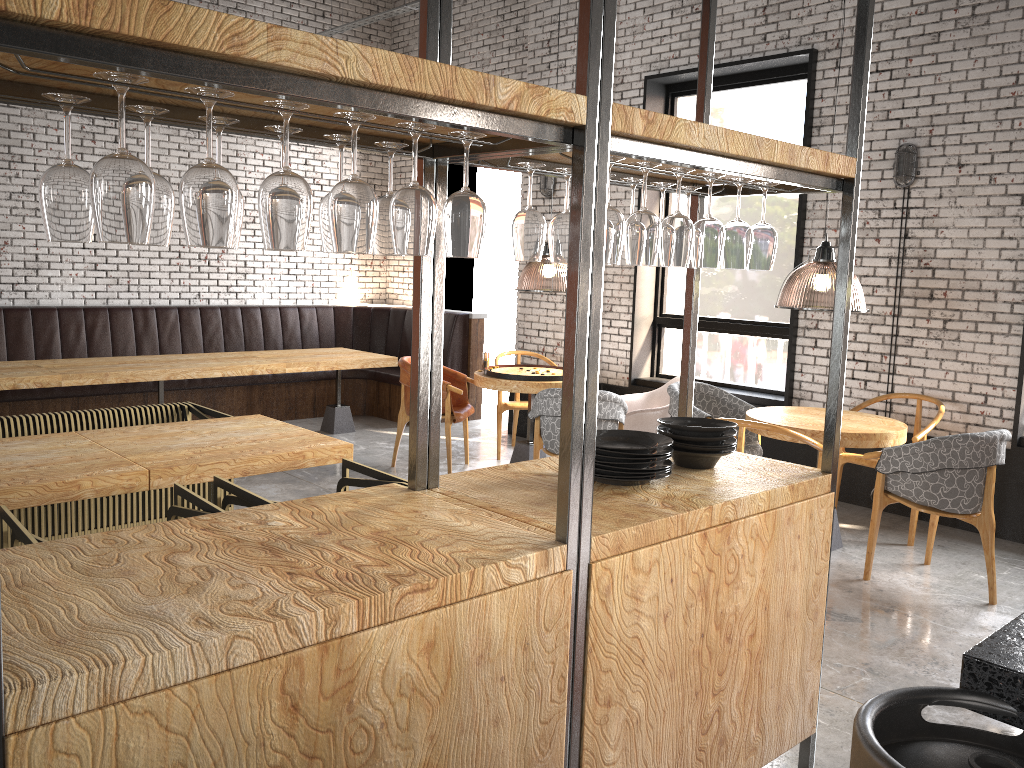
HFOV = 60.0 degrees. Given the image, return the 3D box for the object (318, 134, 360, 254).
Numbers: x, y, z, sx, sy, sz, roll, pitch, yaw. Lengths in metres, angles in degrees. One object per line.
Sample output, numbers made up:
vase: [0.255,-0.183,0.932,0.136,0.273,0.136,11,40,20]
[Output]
object: [-0.398,-0.437,2.059,0.101,0.267,0.101,-2,8,-29]

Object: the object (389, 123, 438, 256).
object: [-0.204,-0.402,1.851,0.101,0.267,0.101,-2,8,-29]

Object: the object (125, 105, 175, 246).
object: [-0.723,-0.409,1.761,0.101,0.267,0.101,-2,8,-29]

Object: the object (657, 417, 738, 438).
object: [0.599,0.155,2.882,0.257,0.076,0.257,1,8,-5]

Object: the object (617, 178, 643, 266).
object: [0.373,-0.504,2.766,0.101,0.267,0.101,3,7,11]

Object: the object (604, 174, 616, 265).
object: [0.264,-0.494,2.666,0.101,0.267,0.101,3,7,11]

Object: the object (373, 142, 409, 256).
object: [-0.296,-0.446,2.153,0.101,0.267,0.101,-2,8,-29]

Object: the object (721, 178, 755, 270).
object: [0.675,-0.478,2.657,0.101,0.267,0.101,3,7,11]

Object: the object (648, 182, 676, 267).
object: [0.481,-0.513,2.865,0.101,0.267,0.101,3,7,11]

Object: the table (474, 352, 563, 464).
table: [0.152,0.246,7.125,0.932,0.971,0.934,2,7,0]

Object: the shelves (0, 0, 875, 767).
shelves: [-0.470,-1.090,1.713,3.662,5.007,0.691,-4,9,-42]

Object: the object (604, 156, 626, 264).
object: [0.241,-0.440,2.259,0.101,0.267,0.101,1,7,-12]

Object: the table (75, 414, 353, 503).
table: [-1.505,0.646,4.467,0.997,0.761,1.002,-5,10,-42]

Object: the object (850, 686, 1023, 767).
object: [0.653,1.013,1.284,0.399,1.033,0.398,1,7,-8]

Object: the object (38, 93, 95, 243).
object: [-0.832,-0.400,1.661,0.101,0.267,0.101,-2,8,-29]

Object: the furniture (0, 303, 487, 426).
furniture: [-3.419,-0.086,7.951,6.768,1.148,1.921,-5,10,-42]

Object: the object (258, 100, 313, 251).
object: [-0.421,-0.384,1.652,0.101,0.267,0.101,-2,8,-29]

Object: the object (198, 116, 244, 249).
object: [-0.615,-0.419,1.860,0.101,0.267,0.101,-2,8,-29]

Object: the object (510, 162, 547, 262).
object: [0.047,-0.476,2.467,0.101,0.267,0.101,1,7,-12]

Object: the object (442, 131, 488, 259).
object: [-0.102,-0.411,1.944,0.101,0.267,0.101,-2,8,-29]

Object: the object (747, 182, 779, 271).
object: [0.777,-0.486,2.750,0.101,0.267,0.101,3,7,11]

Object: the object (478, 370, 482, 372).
object: [-0.257,-0.108,7.179,0.032,0.010,0.032,3,8,8]

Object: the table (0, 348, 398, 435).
table: [-2.961,0.193,7.450,4.138,0.761,1.002,-5,10,-42]

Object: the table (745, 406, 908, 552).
table: [1.899,0.613,5.477,0.932,0.808,0.934,3,7,5]

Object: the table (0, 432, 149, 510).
table: [-2.244,0.710,3.789,0.997,0.761,1.002,-5,10,-42]

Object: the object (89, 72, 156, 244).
object: [-0.638,-0.365,1.452,0.101,0.267,0.101,-2,8,-29]

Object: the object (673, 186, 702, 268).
object: [0.583,-0.522,2.959,0.101,0.267,0.101,3,7,11]

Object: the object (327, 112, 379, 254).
object: [-0.313,-0.393,1.751,0.101,0.267,0.101,-2,8,-29]

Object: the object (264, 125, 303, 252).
object: [-0.506,-0.428,1.960,0.101,0.267,0.101,-2,8,-29]

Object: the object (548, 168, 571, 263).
object: [0.156,-0.485,2.567,0.101,0.267,0.101,3,7,11]

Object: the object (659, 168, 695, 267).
object: [0.458,-0.459,2.458,0.101,0.267,0.101,3,7,11]

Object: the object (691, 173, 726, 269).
object: [0.566,-0.468,2.557,0.101,0.267,0.101,3,7,11]

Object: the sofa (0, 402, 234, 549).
sofa: [-2.529,0.570,4.882,1.807,0.728,0.641,-5,10,-42]

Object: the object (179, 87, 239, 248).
object: [-0.530,-0.374,1.552,0.101,0.267,0.101,-2,8,-29]

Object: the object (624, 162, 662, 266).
object: [0.349,-0.450,2.358,0.101,0.267,0.101,3,7,11]
